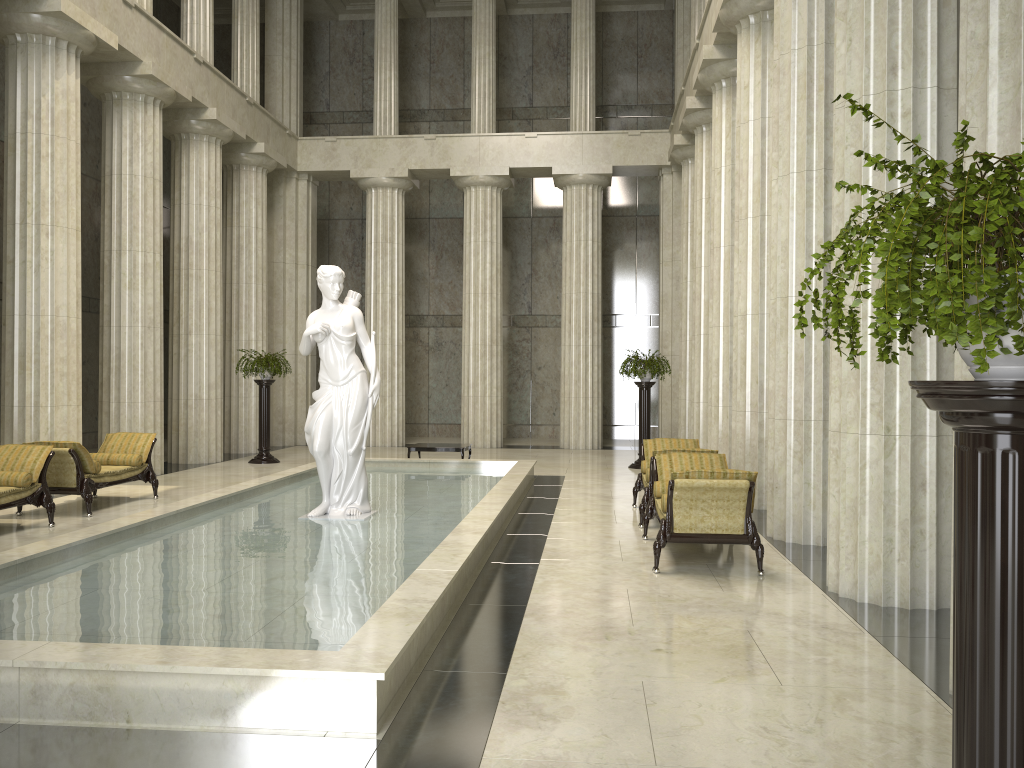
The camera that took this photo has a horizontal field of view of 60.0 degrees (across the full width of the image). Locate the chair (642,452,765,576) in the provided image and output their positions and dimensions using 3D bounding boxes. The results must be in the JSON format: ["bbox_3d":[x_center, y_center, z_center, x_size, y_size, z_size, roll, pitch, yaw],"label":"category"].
[{"bbox_3d":[1.839,1.226,8.798,0.993,0.950,2.172,0,0,5],"label":"chair"}]

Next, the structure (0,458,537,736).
[{"bbox_3d":[-1.952,1.609,10.165,3.754,0.508,11.573,0,0,5],"label":"structure"}]

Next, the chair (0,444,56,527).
[{"bbox_3d":[-5.887,1.184,9.504,0.993,0.950,2.172,0,0,5],"label":"chair"}]

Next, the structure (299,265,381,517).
[{"bbox_3d":[-1.973,0.156,10.137,0.940,3.044,0.729,0,0,0],"label":"structure"}]

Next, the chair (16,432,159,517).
[{"bbox_3d":[-5.662,1.178,11.962,0.993,0.950,2.172,0,0,5],"label":"chair"}]

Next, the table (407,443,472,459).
[{"bbox_3d":[-1.364,1.413,16.872,1.134,0.494,1.123,0,0,4],"label":"table"}]

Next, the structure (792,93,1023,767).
[{"bbox_3d":[1.251,0.526,2.174,1.159,2.386,1.053,0,0,35],"label":"structure"}]

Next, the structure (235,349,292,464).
[{"bbox_3d":[-5.149,0.442,18.462,1.159,2.386,1.053,0,0,0],"label":"structure"}]

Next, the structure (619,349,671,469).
[{"bbox_3d":[2.654,0.484,17.743,1.053,2.386,1.159,0,0,10],"label":"structure"}]

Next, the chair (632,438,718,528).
[{"bbox_3d":[2.063,1.220,11.256,0.993,0.950,2.172,0,0,5],"label":"chair"}]
